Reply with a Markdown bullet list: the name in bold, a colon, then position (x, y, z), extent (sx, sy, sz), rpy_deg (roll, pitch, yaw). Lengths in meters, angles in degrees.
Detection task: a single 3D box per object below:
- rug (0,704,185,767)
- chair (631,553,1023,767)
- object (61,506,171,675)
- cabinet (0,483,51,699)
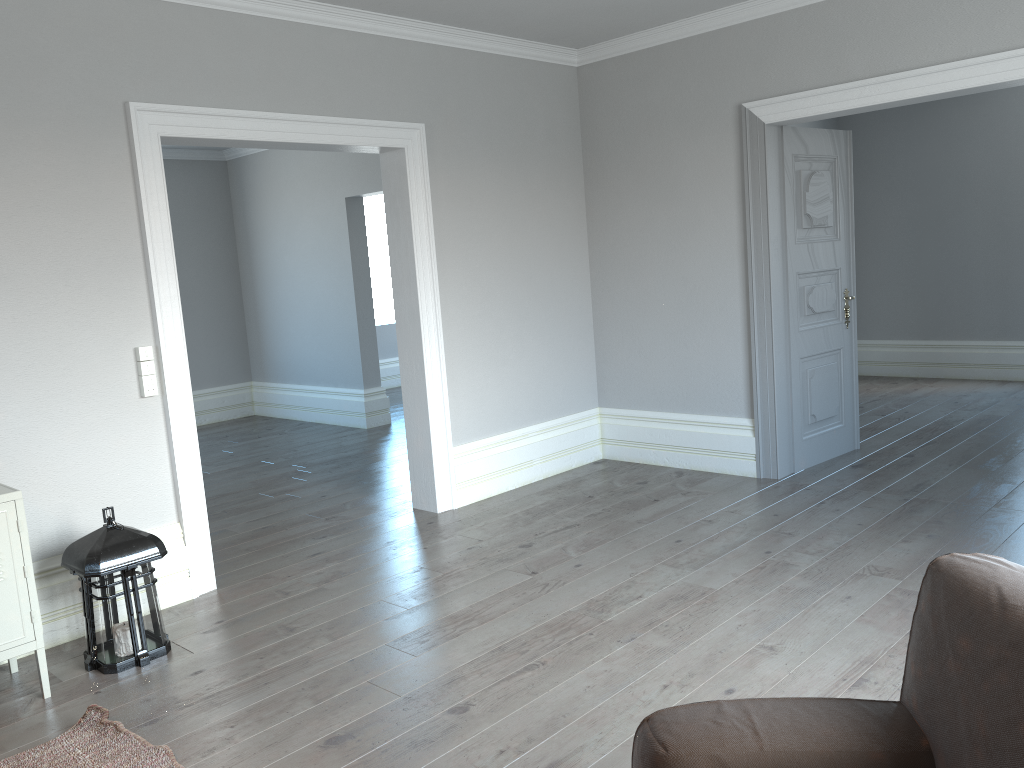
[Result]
- **rug**: position (-1.158, 1.313, 1.145), extent (2.819, 0.090, 2.401), rpy_deg (3, 11, 44)
- **chair**: position (0.556, 0.797, 1.346), extent (0.970, 0.794, 0.808), rpy_deg (-5, 8, -5)
- **object**: position (-1.523, 0.765, 3.429), extent (0.323, 0.598, 0.323), rpy_deg (3, 11, 44)
- **cabinet**: position (-2.188, 0.820, 2.826), extent (0.408, 0.756, 1.153), rpy_deg (3, 11, 44)
